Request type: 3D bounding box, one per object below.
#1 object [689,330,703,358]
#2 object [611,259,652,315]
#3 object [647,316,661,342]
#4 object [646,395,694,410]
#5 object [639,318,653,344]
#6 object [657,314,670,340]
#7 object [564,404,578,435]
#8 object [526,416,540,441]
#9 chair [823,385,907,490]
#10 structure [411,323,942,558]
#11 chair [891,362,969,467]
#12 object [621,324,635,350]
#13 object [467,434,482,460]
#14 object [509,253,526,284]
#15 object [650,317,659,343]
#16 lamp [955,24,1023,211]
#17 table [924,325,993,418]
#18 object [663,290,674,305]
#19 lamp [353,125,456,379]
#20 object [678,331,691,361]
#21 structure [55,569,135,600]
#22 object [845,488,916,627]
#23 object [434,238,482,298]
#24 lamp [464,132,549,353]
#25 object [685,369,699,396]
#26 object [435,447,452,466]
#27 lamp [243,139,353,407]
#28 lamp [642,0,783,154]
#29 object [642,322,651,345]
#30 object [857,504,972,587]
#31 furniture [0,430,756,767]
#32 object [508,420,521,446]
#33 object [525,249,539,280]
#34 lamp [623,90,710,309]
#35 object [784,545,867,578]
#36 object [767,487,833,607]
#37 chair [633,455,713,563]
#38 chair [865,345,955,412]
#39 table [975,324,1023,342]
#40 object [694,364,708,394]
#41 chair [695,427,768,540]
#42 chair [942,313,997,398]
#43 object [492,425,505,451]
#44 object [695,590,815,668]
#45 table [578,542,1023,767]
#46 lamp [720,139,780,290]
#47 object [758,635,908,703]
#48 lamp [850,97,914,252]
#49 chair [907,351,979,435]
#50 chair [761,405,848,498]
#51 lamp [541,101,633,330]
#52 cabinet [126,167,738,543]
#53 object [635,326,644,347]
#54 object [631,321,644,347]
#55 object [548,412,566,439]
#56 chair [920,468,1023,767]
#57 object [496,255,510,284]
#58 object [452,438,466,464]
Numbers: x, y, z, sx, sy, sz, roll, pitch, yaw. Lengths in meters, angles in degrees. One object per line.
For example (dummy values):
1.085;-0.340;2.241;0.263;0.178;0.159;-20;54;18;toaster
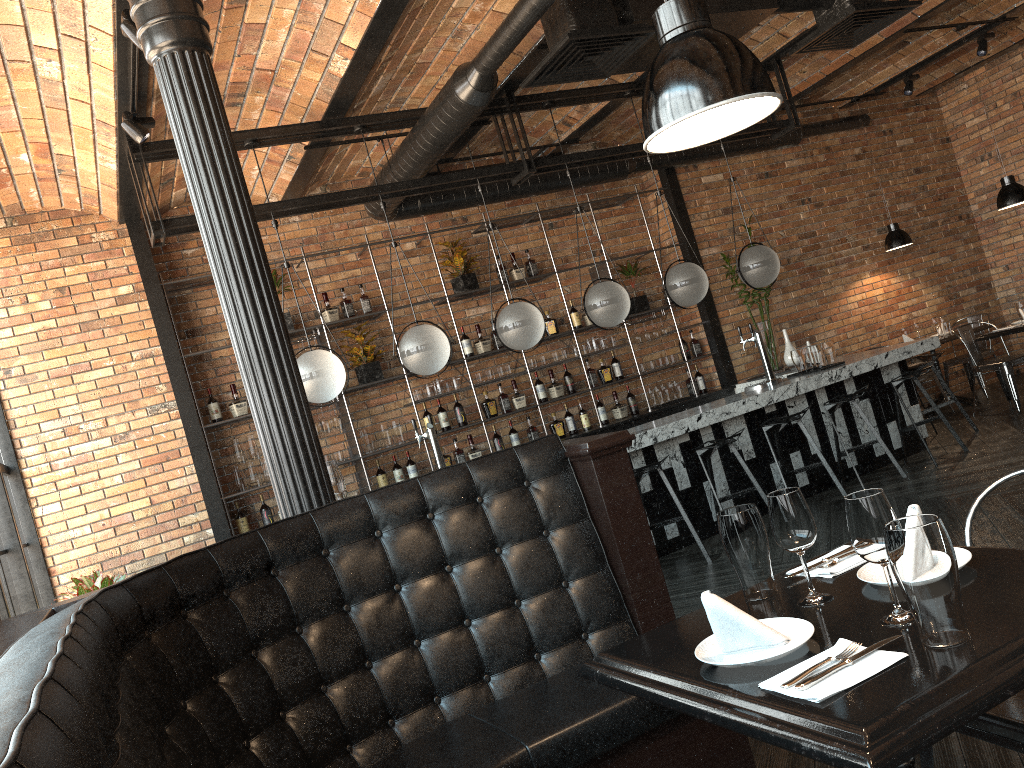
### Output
1.846;-0.409;8.974;0.083;0.282;0.083;-16;-1;-15;object
1.216;-0.968;8.743;0.398;0.560;0.374;-17;-1;38;object
1.397;-0.537;8.696;0.092;0.244;0.092;-16;-1;15;object
1.552;0.187;8.698;0.437;0.019;0.273;-16;-1;-25;object
1.311;-0.513;8.655;0.092;0.244;0.092;-16;-1;15;object
1.488;-0.562;8.739;0.092;0.244;0.092;-16;-1;15;object
0.539;0.327;8.309;0.086;0.298;0.086;-17;-1;24;object
0.183;0.434;8.123;0.083;0.282;0.083;-15;-1;-40;object
2.539;0.421;6.637;0.475;0.737;0.414;-16;-1;-30;chair
0.863;0.556;7.105;5.346;1.430;1.930;-16;-1;-25;structure
3.154;0.249;6.931;0.475;0.737;0.414;-15;-1;-35;chair
1.149;-0.464;8.758;0.092;0.244;0.092;-16;-1;15;object
-0.342;0.583;7.856;0.123;0.279;0.123;-16;-1;-11;object
0.037;-1.087;8.284;0.123;0.279;0.123;-16;-1;-21;object
1.422;-0.540;8.889;0.092;0.244;0.092;-16;-1;15;object
4.185;-2.362;7.796;0.291;1.653;0.291;-17;-1;20;lamp
4.501;-0.103;9.339;0.872;0.758;0.872;-16;-1;-25;table
1.570;-0.924;8.929;0.083;0.282;0.083;-16;-1;-10;object
-0.772;-0.884;5.924;0.340;1.754;0.340;-17;-1;21;lamp
1.724;-0.384;8.920;0.086;0.299;0.086;-17;-1;24;object
-2.037;1.531;4.538;0.757;1.072;4.107;-16;-1;-26;structure
0.694;0.323;1.662;0.092;0.244;0.092;-17;-1;26;object
-0.489;-1.068;8.090;0.425;0.526;0.430;-16;-1;-23;object
-0.131;-1.064;6.231;0.340;1.754;0.340;-17;-1;21;lamp
1.793;-0.017;8.893;0.083;0.282;0.083;-15;-1;-40;object
-0.599;0.672;7.745;0.151;0.248;0.094;-15;-1;-36;object
-1.413;-0.705;5.617;0.340;1.754;0.340;-17;-1;21;lamp
0.183;-1.323;1.843;0.291;1.653;0.291;-17;-1;20;lamp
1.332;-0.515;8.846;0.092;0.244;0.092;-16;-1;15;object
0.847;0.344;1.902;0.232;0.139;0.232;-16;-1;-28;object
0.583;0.617;0.509;1.979;1.212;5.451;-16;-1;-25;furniture
0.018;0.472;8.053;0.086;0.298;0.086;-17;-1;24;object
0.174;-1.129;8.349;0.083;0.282;0.083;-15;-1;-40;object
1.150;-1.423;6.844;0.340;1.754;0.340;-17;-1;21;lamp
0.770;0.429;2.140;0.255;0.019;0.157;-16;-1;-24;object
0.619;0.350;1.913;0.092;0.244;0.092;-17;-1;26;object
0.927;0.872;5.865;0.475;0.737;0.414;-16;-1;-15;chair
4.056;-0.030;9.137;0.558;0.857;0.504;-16;-1;-25;chair
4.791;-0.220;7.719;0.872;0.758;0.872;-16;-1;-25;table
1.895;-0.052;8.958;0.086;0.298;0.086;-17;-1;24;object
1.487;0.715;6.134;0.475;0.737;0.414;-16;-1;-30;chair
4.990;-0.291;9.645;0.558;0.857;0.504;-16;-1;-30;chair
-0.127;0.512;7.948;0.086;0.297;0.086;-16;-1;9;object
0.456;0.454;1.721;0.232;0.139;0.232;-15;-1;-31;object
0.797;0.817;1.786;0.872;0.758;0.872;-16;-1;-25;table
1.791;-1.602;7.151;0.340;1.754;0.340;-17;-1;21;lamp
0.561;0.477;1.518;0.255;0.019;0.157;-16;-1;-24;object
3.868;-2.237;9.399;0.291;1.653;0.291;-17;-1;40;lamp
3.643;0.124;7.752;0.414;0.737;0.475;-16;-1;-20;chair
2.029;0.564;6.393;0.475;0.737;0.414;-16;-1;-20;chair
0.509;-1.243;6.537;0.340;1.754;0.340;-17;-1;21;lamp
-1.093;-0.026;7.589;7.075;3.779;0.564;-16;-1;-25;cabinet
1.245;-0.491;8.804;0.092;0.244;0.092;-16;-1;15;object
1.214;-0.486;8.609;0.092;0.244;0.092;-16;-1;15;object
0.417;0.387;8.231;0.151;0.248;0.094;-16;-1;-16;object
1.183;0.657;1.944;0.558;0.857;0.504;-16;-1;-20;chair
-0.100;-1.052;8.218;0.083;0.282;0.083;-16;-1;-25;object
-0.469;0.617;7.811;0.083;0.282;0.083;-16;-1;-25;object
